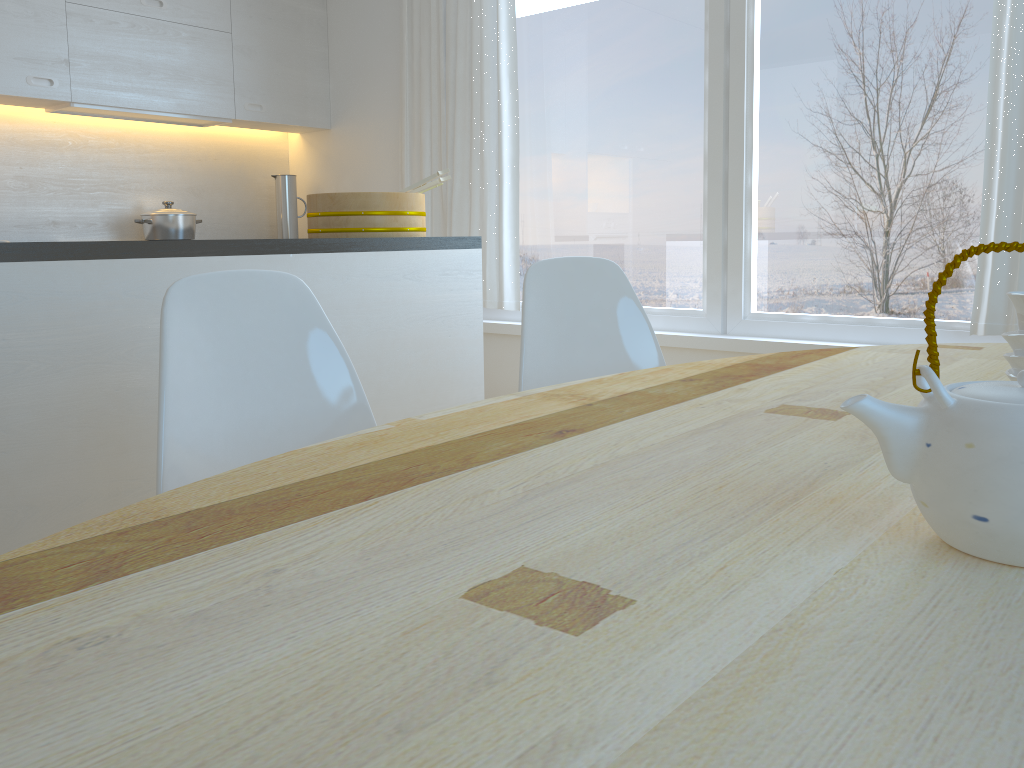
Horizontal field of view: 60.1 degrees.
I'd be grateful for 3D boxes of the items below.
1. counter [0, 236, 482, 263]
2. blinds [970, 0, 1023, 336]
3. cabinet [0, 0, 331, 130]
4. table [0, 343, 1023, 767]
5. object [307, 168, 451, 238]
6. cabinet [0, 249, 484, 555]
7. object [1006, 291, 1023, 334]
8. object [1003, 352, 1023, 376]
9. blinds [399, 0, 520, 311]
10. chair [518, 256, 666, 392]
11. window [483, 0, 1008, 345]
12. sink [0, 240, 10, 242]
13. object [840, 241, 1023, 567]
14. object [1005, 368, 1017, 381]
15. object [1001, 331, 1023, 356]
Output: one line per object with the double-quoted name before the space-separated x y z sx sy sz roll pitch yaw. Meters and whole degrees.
"counter" -1.094 -0.324 2.146 0.602 0.040 2.413 7 12 39
"blinds" 1.749 -1.181 2.474 0.797 2.145 0.150 4 8 40
"cabinet" -2.040 -0.890 3.696 0.482 2.285 3.217 4 10 39
"table" 0.423 0.436 0.858 1.196 0.720 2.202 6 11 38
"object" -0.444 -0.578 2.856 0.430 0.213 0.381 -4 9 -22
"cabinet" -1.088 0.145 2.194 0.602 0.903 2.413 5 11 39
"object" 0.546 -0.042 0.825 0.152 0.086 0.153 -4 9 -22
"object" 0.545 0.010 0.829 0.152 0.092 0.152 -3 9 -11
"blinds" -0.304 -1.432 4.166 0.796 2.145 0.150 4 8 39
"chair" 0.272 0.195 1.800 0.431 0.895 0.526 -5 8 -30
"window" 0.862 -1.151 3.477 2.734 1.905 0.089 6 9 39
"sink" -1.320 -0.232 1.932 0.404 0.156 0.407 -2 9 -8
"object" 0.341 0.007 0.617 0.178 0.210 0.148 5 9 39
"object" 0.547 0.033 0.828 0.152 0.082 0.153 -3 9 -11
"object" 0.543 -0.015 0.829 0.152 0.095 0.151 -6 10 -33
